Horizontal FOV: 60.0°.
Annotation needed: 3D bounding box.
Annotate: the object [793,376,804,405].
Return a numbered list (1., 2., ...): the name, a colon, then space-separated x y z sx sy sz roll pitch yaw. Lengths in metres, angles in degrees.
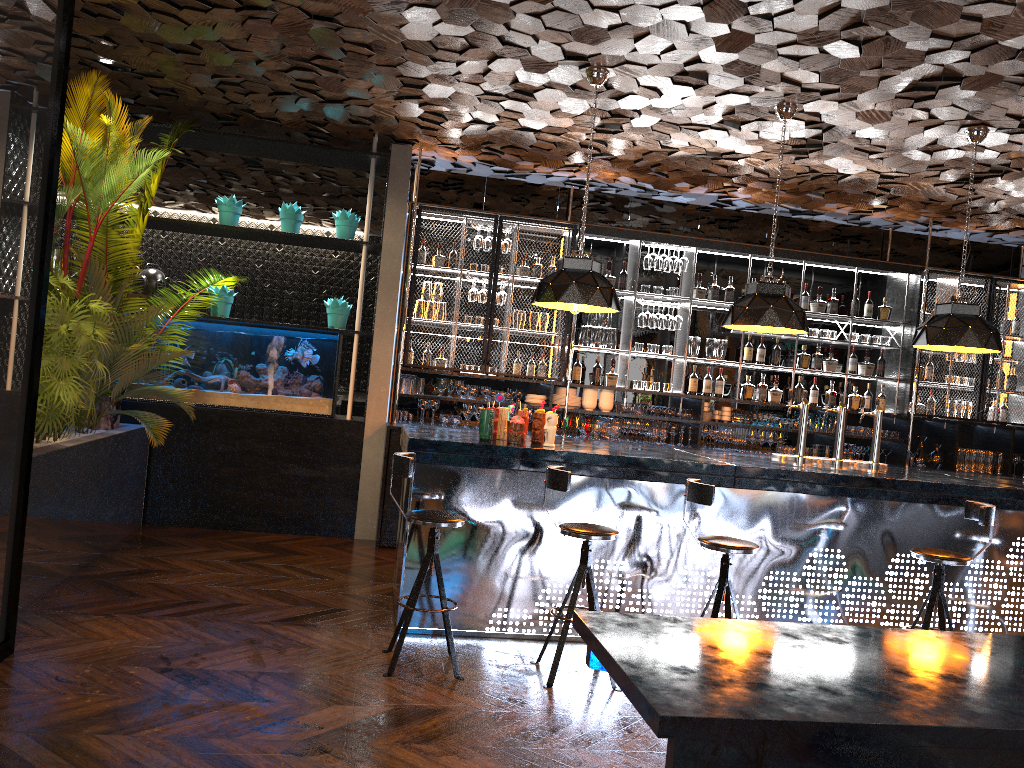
1. object: 2.890 0.068 8.935 0.086 0.297 0.086 6 0 25

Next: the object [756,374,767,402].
1. object: 2.510 0.039 8.900 0.083 0.282 0.083 5 0 -9

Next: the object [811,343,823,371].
1. object: 3.096 -0.270 8.986 0.083 0.282 0.083 5 0 -9

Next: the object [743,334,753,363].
1. object: 2.367 -0.347 8.877 0.086 0.299 0.086 6 0 40

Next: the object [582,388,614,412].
1. object: 0.824 0.151 8.510 0.309 0.216 0.149 5 0 -11

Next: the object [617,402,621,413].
1. object: 1.062 0.233 8.581 0.100 0.100 0.089 5 0 -36

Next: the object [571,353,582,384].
1. object: 0.634 -0.148 8.610 0.086 0.299 0.086 6 0 40

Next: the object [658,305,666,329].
1. object: 1.496 -0.667 8.803 0.092 0.244 0.092 6 0 42

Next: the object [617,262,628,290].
1. object: 1.086 -1.044 8.660 0.086 0.299 0.086 6 0 40

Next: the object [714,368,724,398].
1. object: 2.071 -0.011 8.838 0.086 0.298 0.086 6 0 40

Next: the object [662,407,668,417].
1. object: 1.507 0.275 8.651 0.093 0.099 0.093 5 0 -37

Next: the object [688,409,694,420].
1. object: 1.726 0.297 8.643 0.095 0.096 0.095 6 0 15

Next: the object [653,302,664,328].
1. object: 1.425 -0.673 8.624 0.092 0.244 0.092 6 0 42

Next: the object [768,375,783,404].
1. object: 2.648 0.055 8.908 0.123 0.279 0.123 6 0 5

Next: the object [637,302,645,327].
1. object: 1.291 -0.686 8.770 0.092 0.244 0.092 6 0 42

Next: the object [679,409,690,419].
1. object: 1.667 0.292 8.561 0.095 0.096 0.095 5 0 -35

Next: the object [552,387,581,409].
1. object: 0.514 0.132 8.494 0.306 0.195 0.300 5 0 -8

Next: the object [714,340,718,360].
1. object: 2.067 -0.334 8.873 0.105 0.209 0.105 6 0 36

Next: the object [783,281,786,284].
1. object: 2.728 -0.886 8.930 0.086 0.298 0.086 6 0 40

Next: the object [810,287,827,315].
1. object: 3.100 -0.840 8.961 0.123 0.279 0.123 5 0 -20

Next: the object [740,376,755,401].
1. object: 2.356 0.043 8.876 0.151 0.248 0.094 5 0 -20

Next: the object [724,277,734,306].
1. object: 2.167 -0.926 8.828 0.083 0.282 0.083 6 0 6

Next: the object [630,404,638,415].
1. object: 1.159 0.242 8.538 0.089 0.100 0.100 6 0 27

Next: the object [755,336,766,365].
1. object: 2.507 -0.335 8.924 0.086 0.298 0.086 6 0 40

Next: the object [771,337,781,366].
1. object: 2.660 -0.320 8.920 0.086 0.297 0.086 6 0 40

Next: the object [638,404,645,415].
1. object: 1.290 0.253 8.723 0.109 0.100 0.109 5 0 -26

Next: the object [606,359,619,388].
1. object: 0.979 -0.105 8.644 0.123 0.279 0.123 6 0 5

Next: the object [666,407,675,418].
1. object: 1.526 0.277 8.549 0.093 0.099 0.093 6 0 10

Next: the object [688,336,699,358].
1. object: 1.778 -0.361 8.715 0.105 0.209 0.105 6 0 36

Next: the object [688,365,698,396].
1. object: 1.800 -0.036 8.794 0.086 0.299 0.086 6 0 40

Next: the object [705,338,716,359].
1. object: 1.962 -0.343 8.772 0.105 0.209 0.105 6 0 36

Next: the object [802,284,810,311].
1. object: 2.959 -0.865 8.960 0.086 0.298 0.086 6 0 40

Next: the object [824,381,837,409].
1. object: 3.243 0.109 9.016 0.083 0.282 0.083 5 0 -24

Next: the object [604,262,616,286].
1. object: 0.935 -1.047 8.619 0.123 0.279 0.123 5 0 -20

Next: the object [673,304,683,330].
1. object: 1.624 -0.654 8.656 0.092 0.244 0.092 6 0 42

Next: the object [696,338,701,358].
1. object: 1.823 -0.357 8.839 0.105 0.209 0.105 6 0 36

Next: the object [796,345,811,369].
1. object: 2.942 -0.266 8.961 0.151 0.248 0.094 5 0 -20

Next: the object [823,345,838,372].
1. object: 3.234 -0.254 8.994 0.123 0.279 0.123 6 0 5

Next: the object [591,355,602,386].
1. object: 0.827 -0.130 8.609 0.086 0.297 0.086 6 0 25

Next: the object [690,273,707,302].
1. object: 1.848 -0.954 8.779 0.123 0.279 0.123 5 0 -20

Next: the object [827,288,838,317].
1. object: 3.256 -0.828 9.000 0.083 0.282 0.083 5 0 -9

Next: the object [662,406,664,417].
1. object: 1.496 0.273 8.752 0.093 0.099 0.093 5 0 -22

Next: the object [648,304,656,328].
1. object: 1.399 -0.676 8.787 0.092 0.244 0.092 6 0 42

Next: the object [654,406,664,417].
1. object: 1.420 0.266 8.579 0.093 0.099 0.093 6 0 8

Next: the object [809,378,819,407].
1. object: 3.063 0.084 8.995 0.086 0.298 0.086 6 0 40

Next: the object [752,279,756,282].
1. object: 2.402 -0.910 8.865 0.083 0.282 0.083 5 0 -24

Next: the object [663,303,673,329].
1. object: 1.522 -0.664 8.640 0.092 0.244 0.092 6 0 42

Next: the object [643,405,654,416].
1. object: 1.314 0.256 8.566 0.109 0.100 0.109 5 0 -26

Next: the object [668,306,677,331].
1. object: 1.598 -0.657 8.819 0.092 0.244 0.092 6 0 42

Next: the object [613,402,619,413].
1. object: 1.044 0.230 8.699 0.100 0.100 0.089 5 0 -2

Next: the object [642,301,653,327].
1. object: 1.316 -0.683 8.607 0.092 0.244 0.092 6 0 42

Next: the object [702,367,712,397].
1. object: 1.951 -0.023 8.843 0.086 0.298 0.086 6 0 40

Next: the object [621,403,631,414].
1. object: 1.087 0.236 8.470 0.100 0.100 0.089 5 0 -4

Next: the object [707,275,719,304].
1. object: 2.003 -0.941 8.802 0.083 0.282 0.083 5 0 -24

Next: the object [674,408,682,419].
1. object: 1.625 0.288 8.660 0.095 0.096 0.095 5 0 -8

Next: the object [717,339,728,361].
1. object: 2.072 -0.333 8.765 0.105 0.209 0.105 6 0 36

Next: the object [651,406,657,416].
1. object: 1.403 0.264 8.686 0.093 0.099 0.093 5 0 -21
